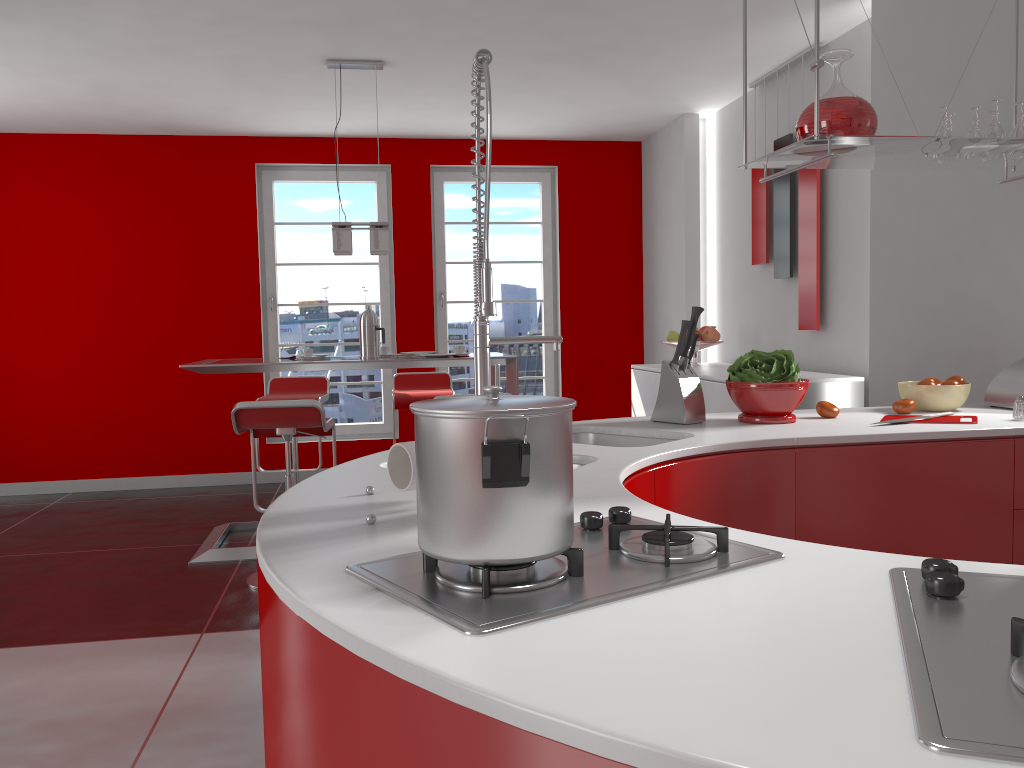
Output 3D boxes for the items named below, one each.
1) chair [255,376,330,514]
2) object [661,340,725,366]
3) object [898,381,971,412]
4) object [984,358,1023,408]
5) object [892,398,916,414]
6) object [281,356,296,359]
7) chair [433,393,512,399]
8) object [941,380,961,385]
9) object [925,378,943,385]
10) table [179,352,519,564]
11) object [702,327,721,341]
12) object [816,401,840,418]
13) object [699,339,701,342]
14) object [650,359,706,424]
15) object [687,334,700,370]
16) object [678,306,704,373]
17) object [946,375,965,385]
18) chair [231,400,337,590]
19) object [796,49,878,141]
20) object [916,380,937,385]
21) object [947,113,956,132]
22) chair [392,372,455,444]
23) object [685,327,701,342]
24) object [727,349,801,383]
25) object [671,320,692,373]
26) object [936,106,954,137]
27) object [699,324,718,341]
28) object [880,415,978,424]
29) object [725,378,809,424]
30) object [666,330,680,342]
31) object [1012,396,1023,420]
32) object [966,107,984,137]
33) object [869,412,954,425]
[{"bbox_3d":[-1.388,0.387,5.682,0.418,0.857,0.460,-1,4,-2],"label":"chair"},{"bbox_3d":[1.152,-0.194,5.637,0.398,0.159,0.398,2,5,40],"label":"object"},{"bbox_3d":[1.291,0.040,2.714,0.201,0.086,0.201,-2,4,-8],"label":"object"},{"bbox_3d":[1.667,-0.011,2.617,0.300,0.170,0.400,-2,4,-9],"label":"object"},{"bbox_3d":[1.165,0.067,2.636,0.065,0.047,0.063,-2,4,-10],"label":"object"},{"bbox_3d":[-1.292,-0.154,5.097,0.095,0.012,0.234,-2,4,-11],"label":"object"},{"bbox_3d":[-0.212,0.460,4.247,0.418,0.857,0.460,-2,4,-14],"label":"chair"},{"bbox_3d":[1.320,0.012,2.673,0.066,0.049,0.062,-2,4,-13],"label":"object"},{"bbox_3d":[1.297,0.008,2.731,0.065,0.052,0.062,-3,4,-25],"label":"object"},{"bbox_3d":[-0.861,0.354,4.948,1.700,1.000,0.800,-2,4,-9],"label":"table"},{"bbox_3d":[1.253,-0.308,5.553,0.121,0.101,0.097,-4,5,-31],"label":"object"},{"bbox_3d":[0.916,0.074,2.574,0.064,0.048,0.063,-4,5,-31],"label":"object"},{"bbox_3d":[1.161,-0.287,5.656,0.086,0.079,0.084,0,4,19],"label":"object"},{"bbox_3d":[0.473,0.018,2.538,0.091,0.178,0.137,-4,5,-36],"label":"object"},{"bbox_3d":[0.503,-0.045,2.534,0.009,0.197,0.091,-4,5,-38],"label":"object"},{"bbox_3d":[0.487,-0.057,2.510,0.014,0.322,0.150,-4,5,-38],"label":"object"},{"bbox_3d":[1.357,0.003,2.722,0.055,0.058,0.066,-3,4,-24],"label":"object"},{"bbox_3d":[-1.037,0.487,4.117,0.418,0.857,0.460,-2,4,-5],"label":"chair"},{"bbox_3d":[0.895,-0.777,2.446,0.213,0.266,0.213,0,4,19],"label":"object"},{"bbox_3d":[1.254,0.012,2.682,0.066,0.049,0.062,-1,4,-1],"label":"object"},{"bbox_3d":[1.315,-0.738,2.667,0.060,0.141,0.060,-4,5,-32],"label":"object"},{"bbox_3d":[-0.576,0.360,5.836,0.418,0.857,0.460,-2,4,-7],"label":"chair"},{"bbox_3d":[1.122,-0.311,5.541,0.097,0.133,0.117,-3,4,-20],"label":"object"},{"bbox_3d":[0.711,-0.006,2.509,0.198,0.182,0.193,-1,4,-4],"label":"object"},{"bbox_3d":[0.460,-0.040,2.502,0.012,0.279,0.130,-4,5,-38],"label":"object"},{"bbox_3d":[1.255,-0.731,2.573,0.060,0.141,0.060,-2,4,-9],"label":"object"},{"bbox_3d":[1.244,-0.325,5.680,0.117,0.129,0.150,2,5,38],"label":"object"},{"bbox_3d":[1.157,0.098,2.459,0.266,0.006,0.168,0,4,17],"label":"object"},{"bbox_3d":[0.723,0.047,2.515,0.229,0.118,0.228,-4,5,-38],"label":"object"},{"bbox_3d":[1.033,-0.297,5.633,0.100,0.086,0.083,2,5,40],"label":"object"},{"bbox_3d":[1.394,0.065,2.426,0.043,0.066,0.042,-1,4,4],"label":"object"},{"bbox_3d":[1.353,-0.734,2.590,0.060,0.141,0.060,-2,4,-9],"label":"object"},{"bbox_3d":[1.106,0.094,2.432,0.375,0.008,0.041,-4,5,-33],"label":"object"}]
